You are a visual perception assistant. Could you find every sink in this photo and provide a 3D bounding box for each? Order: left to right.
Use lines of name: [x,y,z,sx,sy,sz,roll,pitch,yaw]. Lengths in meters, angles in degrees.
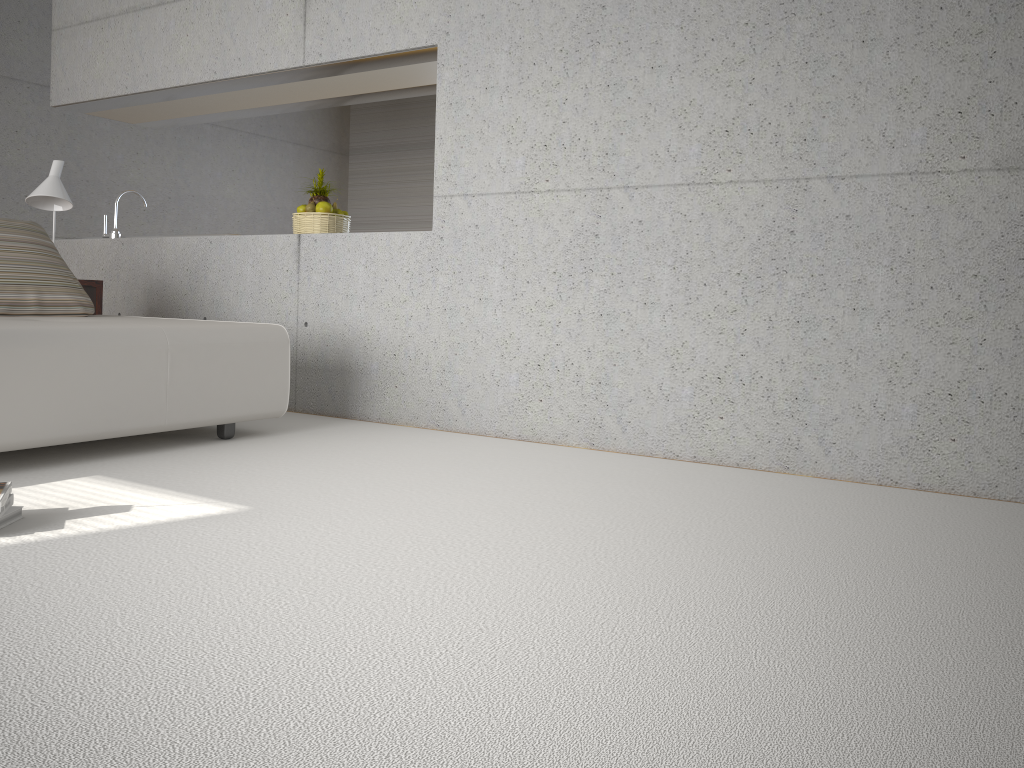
sink: [-2.303,-1.072,6.192,1.705,0.539,0.767,5,5,32]

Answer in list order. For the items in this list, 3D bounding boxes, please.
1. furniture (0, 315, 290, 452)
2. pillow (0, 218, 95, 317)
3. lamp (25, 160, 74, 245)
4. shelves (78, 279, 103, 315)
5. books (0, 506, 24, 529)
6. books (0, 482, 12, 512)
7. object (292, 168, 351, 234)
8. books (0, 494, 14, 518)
furniture: [-2.292,-0.013,3.704,1.615,0.521,2.172,5,6,32]
pillow: [-2.593,-0.588,4.403,0.579,0.516,0.808,4,4,32]
lamp: [-2.622,-0.951,5.067,0.244,0.699,0.324,2,1,13]
shelves: [-3.126,-0.183,4.240,0.401,0.714,2.254,3,5,32]
books: [-1.482,0.375,2.389,0.189,0.032,0.266,1,5,-4]
books: [-1.477,0.311,2.395,0.189,0.032,0.266,-1,6,-24]
object: [-1.184,-1.116,5.479,0.333,0.441,0.369,2,3,17]
books: [-1.481,0.344,2.388,0.189,0.032,0.266,0,5,-19]
